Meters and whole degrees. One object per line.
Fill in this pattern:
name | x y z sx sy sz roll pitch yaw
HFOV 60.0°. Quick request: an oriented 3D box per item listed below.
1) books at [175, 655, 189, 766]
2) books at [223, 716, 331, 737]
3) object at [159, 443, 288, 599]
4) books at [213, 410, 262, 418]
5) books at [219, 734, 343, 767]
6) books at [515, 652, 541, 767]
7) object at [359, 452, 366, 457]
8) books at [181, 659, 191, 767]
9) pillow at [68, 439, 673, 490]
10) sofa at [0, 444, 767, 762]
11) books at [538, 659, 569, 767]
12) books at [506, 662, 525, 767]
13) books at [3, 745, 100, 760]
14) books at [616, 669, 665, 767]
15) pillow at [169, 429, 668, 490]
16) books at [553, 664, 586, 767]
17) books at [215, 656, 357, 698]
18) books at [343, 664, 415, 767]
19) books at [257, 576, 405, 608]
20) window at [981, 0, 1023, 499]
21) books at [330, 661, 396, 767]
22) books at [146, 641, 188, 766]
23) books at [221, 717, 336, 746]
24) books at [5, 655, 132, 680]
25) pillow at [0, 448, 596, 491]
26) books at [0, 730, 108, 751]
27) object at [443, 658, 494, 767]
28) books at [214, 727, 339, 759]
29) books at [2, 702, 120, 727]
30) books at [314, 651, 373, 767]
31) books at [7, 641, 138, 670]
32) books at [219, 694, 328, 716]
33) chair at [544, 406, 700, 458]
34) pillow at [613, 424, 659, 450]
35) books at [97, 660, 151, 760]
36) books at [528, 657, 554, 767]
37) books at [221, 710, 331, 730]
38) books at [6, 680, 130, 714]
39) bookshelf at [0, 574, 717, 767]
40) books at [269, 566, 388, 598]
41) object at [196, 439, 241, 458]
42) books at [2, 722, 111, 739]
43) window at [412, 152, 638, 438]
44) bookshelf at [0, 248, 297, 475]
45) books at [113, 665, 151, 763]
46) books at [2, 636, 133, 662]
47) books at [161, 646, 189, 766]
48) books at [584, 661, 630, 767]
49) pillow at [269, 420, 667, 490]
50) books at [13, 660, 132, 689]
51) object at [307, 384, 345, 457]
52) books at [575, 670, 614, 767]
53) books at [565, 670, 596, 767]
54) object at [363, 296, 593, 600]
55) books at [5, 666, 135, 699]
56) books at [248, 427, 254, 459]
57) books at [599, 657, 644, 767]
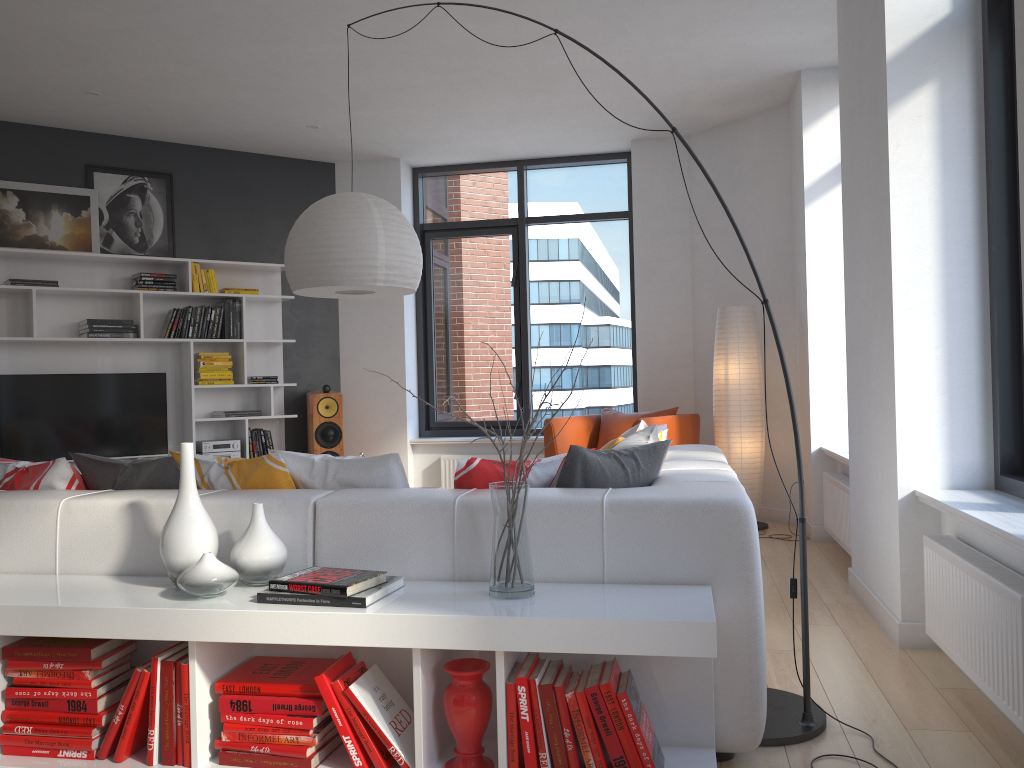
books | -0.837 0.849 2.368 0.028 0.266 0.188 -2 0 11
books | -0.607 0.878 2.334 0.236 0.023 0.178 -2 0 11
object | -0.819 0.360 2.442 0.316 0.398 0.319 -2 0 35
books | -2.163 0.233 6.983 0.310 0.047 0.250 -1 0 -39
books | -0.602 0.956 2.343 0.259 0.034 0.206 -2 0 14
books | 0.053 0.822 2.186 0.050 0.268 0.198 -2 0 11
object | -0.861 0.488 4.624 0.330 0.265 0.330 -2 0 35
books | -0.813 0.845 2.348 0.028 0.269 0.181 -2 0 11
pillow | -0.513 0.417 3.010 2.120 0.436 0.608 -1 0 7
sofa | -0.764 0.696 3.884 3.424 0.732 2.614 -2 0 11
books | 0.120 0.829 2.179 0.076 0.252 0.199 -2 0 11
books | 0.016 0.832 2.185 0.026 0.250 0.168 -2 0 11
books | -1.210 0.976 2.447 0.274 0.029 0.200 -2 0 11
books | 0.314 0.835 2.153 0.103 0.230 0.173 -2 0 11
pillow | -0.215 0.427 3.498 2.095 0.440 0.630 -1 0 -32
books | 0.147 0.832 2.163 0.066 0.247 0.175 -2 0 11
books | -0.600 0.784 2.378 0.301 0.032 0.227 -2 0 11
books | -0.308 0.856 2.267 0.186 0.223 0.188 -2 0 11
books | -0.467 0.537 2.318 0.300 0.026 0.245 -2 0 16
window | 1.733 -0.807 2.660 0.170 2.402 1.310 -2 0 11
books | -0.362 0.852 2.278 0.148 0.232 0.171 -2 0 12
books | -0.906 0.843 2.374 0.046 0.282 0.199 -2 0 11
books | -0.602 0.901 2.341 0.257 0.025 0.182 -2 0 11
books | -1.226 0.776 2.460 0.257 0.025 0.182 -2 0 11
pillow | -0.835 0.452 3.063 2.250 0.449 0.575 -1 0 8
books | -1.211 0.947 2.429 0.282 0.030 0.188 -2 0 12
object | -0.109 0.832 2.218 0.125 0.258 0.125 -1 0 -12
books | -0.613 0.927 2.336 0.266 0.026 0.187 -2 0 16
books | -1.203 0.892 2.468 0.301 0.032 0.227 -2 0 11
books | -0.408 0.844 2.293 0.134 0.248 0.192 -2 0 11
books | -1.209 0.750 2.450 0.266 0.026 0.187 -1 0 5
books | -0.598 0.819 2.353 0.279 0.039 0.206 -1 0 10
chair | 0.831 0.598 6.465 0.896 0.858 0.843 -2 0 43
pillow | -0.868 0.424 3.407 2.953 0.453 0.647 -1 0 -1
books | -1.007 0.860 2.400 0.144 0.247 0.188 -2 0 11
books | 0.083 0.826 2.177 0.056 0.262 0.185 -2 0 11
books | -0.597 0.852 2.337 0.261 0.027 0.191 -2 0 15
books | -1.210 0.857 2.470 0.279 0.039 0.206 -2 0 12
bookshelf | -0.786 0.808 2.377 2.600 0.500 0.356 -2 0 11
books | -0.473 0.510 2.294 0.238 0.027 0.188 -2 0 24
object | -2.281 0.524 6.863 0.285 0.174 0.270 -1 0 -34
books | -1.213 0.920 2.433 0.266 0.026 0.187 -2 0 10
window | 0.117 -0.749 7.781 1.960 2.402 0.170 -2 0 11
bookshelf | -3.007 0.102 6.321 3.000 2.052 0.455 -1 0 -34
books | -0.968 0.860 2.386 0.115 0.245 0.192 -2 0 11
books | -1.226 0.720 2.462 0.259 0.034 0.206 -1 0 8
books | -0.866 0.846 2.383 0.038 0.270 0.215 -2 0 11
books | 0.247 0.827 2.160 0.119 0.249 0.187 -2 0 11
pillow | 0.026 0.403 3.707 0.580 0.456 2.156 -2 0 37
books | -1.209 0.798 2.449 0.236 0.023 0.178 -2 0 11
object | -1.539 0.549 7.316 0.290 1.088 0.434 -1 0 -19
books | 0.207 0.836 2.161 0.083 0.233 0.178 -2 0 11
books | 0.182 0.838 2.162 0.081 0.230 0.165 -2 0 11
object | 0.004 0.165 2.204 0.607 0.744 0.406 -1 0 -39
books | -1.216 0.824 2.455 0.261 0.027 0.191 -1 0 7
books | -2.095 0.474 7.000 0.053 0.268 0.202 -1 0 -35
books | 0.280 0.823 2.157 0.116 0.255 0.198 -2 0 11
